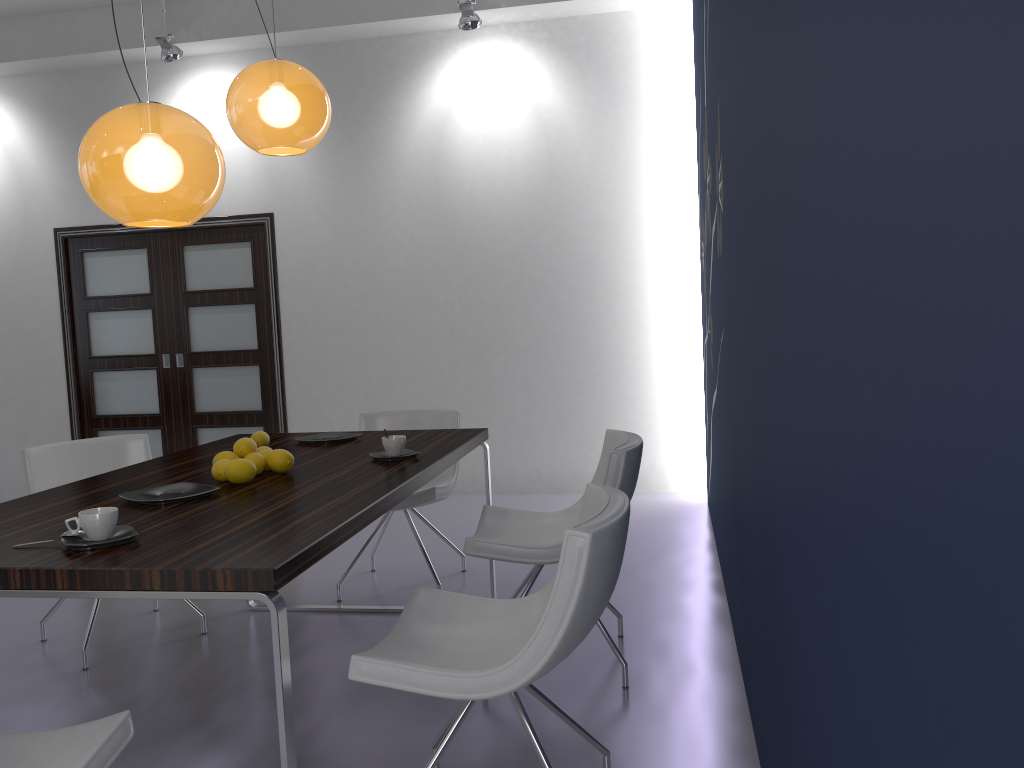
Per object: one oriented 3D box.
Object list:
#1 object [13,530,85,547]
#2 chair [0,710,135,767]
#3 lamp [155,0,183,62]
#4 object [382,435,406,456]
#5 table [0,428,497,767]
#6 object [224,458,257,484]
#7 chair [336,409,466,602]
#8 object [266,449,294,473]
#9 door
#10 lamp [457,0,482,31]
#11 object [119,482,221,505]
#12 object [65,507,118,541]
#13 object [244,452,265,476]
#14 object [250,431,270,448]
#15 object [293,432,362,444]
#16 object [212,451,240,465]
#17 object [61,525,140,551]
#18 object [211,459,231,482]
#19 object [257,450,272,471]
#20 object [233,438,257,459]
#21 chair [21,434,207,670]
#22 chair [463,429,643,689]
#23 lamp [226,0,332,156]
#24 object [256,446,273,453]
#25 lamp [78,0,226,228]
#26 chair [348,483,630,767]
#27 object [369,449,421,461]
[{"bbox_3d":[-1.033,0.344,1.980,0.155,0.028,0.032,-3,4,-9],"label":"object"},{"bbox_3d":[-1.004,0.780,1.450,0.508,0.805,0.620,-2,4,5],"label":"chair"},{"bbox_3d":[-2.241,-2.345,5.753,0.150,0.511,0.185,-2,4,10],"label":"lamp"},{"bbox_3d":[-0.407,0.211,3.012,0.101,0.064,0.081,0,5,35],"label":"object"},{"bbox_3d":[-0.812,0.677,2.830,1.127,0.783,2.046,-2,4,10],"label":"table"},{"bbox_3d":[-0.807,0.260,2.638,0.094,0.077,0.079,-4,5,-16],"label":"object"},{"bbox_3d":[-0.523,0.548,4.180,0.508,0.805,0.620,-2,4,10],"label":"chair"},{"bbox_3d":[-0.731,0.244,2.801,0.079,0.077,0.094,-6,5,-36],"label":"object"},{"bbox_3d":[-2.506,-0.179,6.673,1.764,2.061,0.220,-2,4,10],"label":"door"},{"bbox_3d":[-0.273,-2.410,5.399,0.150,0.511,0.185,-2,4,10],"label":"lamp"},{"bbox_3d":[-0.958,0.309,2.488,0.232,0.020,0.232,1,6,39],"label":"object"},{"bbox_3d":[-0.926,0.315,1.971,0.081,0.064,0.101,0,5,36],"label":"object"},{"bbox_3d":[-0.810,0.252,2.780,0.069,0.071,0.081,-4,4,-13],"label":"object"},{"bbox_3d":[-0.961,0.214,3.382,0.070,0.068,0.083,-2,5,14],"label":"object"},{"bbox_3d":[-0.738,0.217,3.552,0.232,0.020,0.232,1,6,39],"label":"object"},{"bbox_3d":[-0.893,0.251,2.786,0.094,0.080,0.076,-2,4,12],"label":"object"},{"bbox_3d":[-0.919,0.346,1.981,0.154,0.020,0.154,-6,5,-34],"label":"object"},{"bbox_3d":[-0.873,0.263,2.692,0.070,0.068,0.083,-2,5,14],"label":"object"},{"bbox_3d":[-0.796,0.246,2.861,0.083,0.068,0.070,-4,5,-21],"label":"object"},{"bbox_3d":[-0.850,0.206,2.829,0.070,0.068,0.083,-2,5,14],"label":"object"},{"bbox_3d":[-1.634,0.642,3.639,0.508,0.805,0.620,-7,6,-45],"label":"chair"},{"bbox_3d":[0.167,0.594,3.158,0.620,0.805,0.508,-2,4,5],"label":"chair"},{"bbox_3d":[-0.846,-1.634,3.052,0.359,1.645,0.358,-1,5,21],"label":"lamp"},{"bbox_3d":[-0.824,0.241,2.945,0.070,0.068,0.083,-2,5,14],"label":"object"},{"bbox_3d":[-0.978,-1.402,2.261,0.358,1.974,0.359,-1,5,15],"label":"lamp"},{"bbox_3d":[-0.013,0.681,2.138,0.620,0.805,0.508,-2,4,10],"label":"chair"},{"bbox_3d":[-0.397,0.242,3.009,0.154,0.020,0.154,-6,5,-35],"label":"object"}]
